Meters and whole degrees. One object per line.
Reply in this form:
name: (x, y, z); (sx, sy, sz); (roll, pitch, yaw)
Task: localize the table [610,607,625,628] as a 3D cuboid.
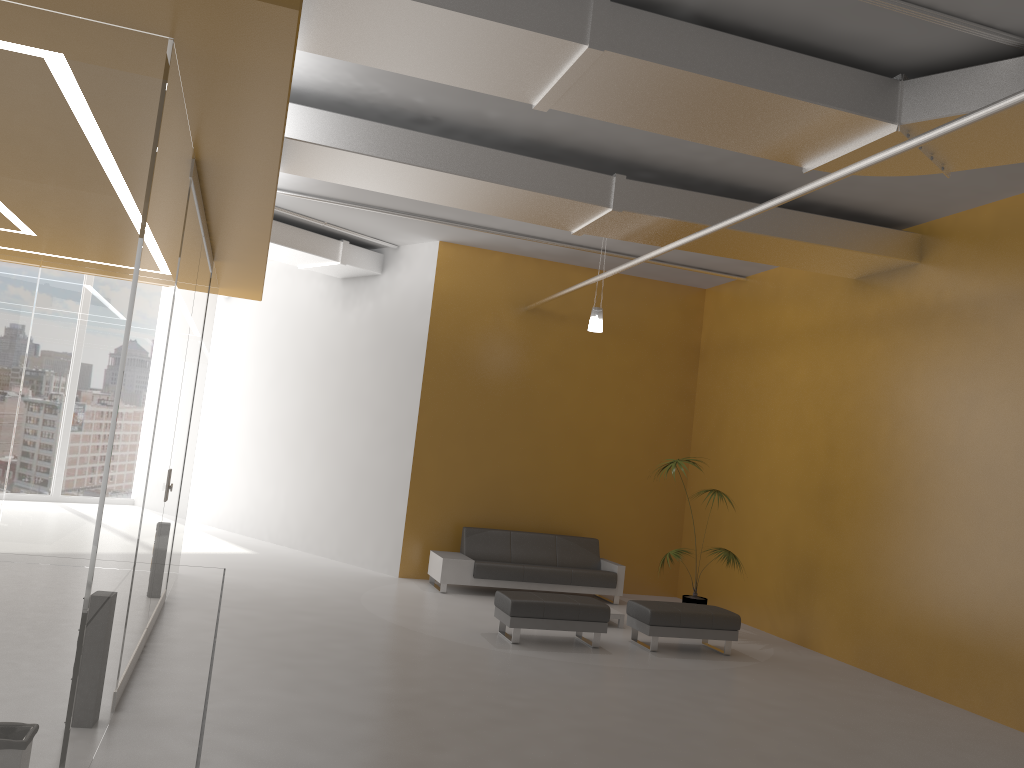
table: (0.609, 2.559, 10.054); (1.000, 0.150, 1.000); (8, -5, -16)

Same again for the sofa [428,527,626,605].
sofa: (0.195, 2.317, 11.389); (2.400, 0.761, 0.860); (8, -5, -16)

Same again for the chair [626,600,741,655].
chair: (1.717, 2.454, 8.962); (1.012, 0.423, 0.575); (8, -5, -16)

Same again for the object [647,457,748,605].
object: (2.058, 1.812, 10.068); (1.222, 1.956, 0.912); (4, -5, 24)

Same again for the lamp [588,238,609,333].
lamp: (1.032, -1.220, 10.333); (0.174, 1.227, 0.174); (4, -5, 25)

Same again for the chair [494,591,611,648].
chair: (0.372, 2.270, 8.589); (1.012, 0.423, 0.575); (8, -5, -16)
